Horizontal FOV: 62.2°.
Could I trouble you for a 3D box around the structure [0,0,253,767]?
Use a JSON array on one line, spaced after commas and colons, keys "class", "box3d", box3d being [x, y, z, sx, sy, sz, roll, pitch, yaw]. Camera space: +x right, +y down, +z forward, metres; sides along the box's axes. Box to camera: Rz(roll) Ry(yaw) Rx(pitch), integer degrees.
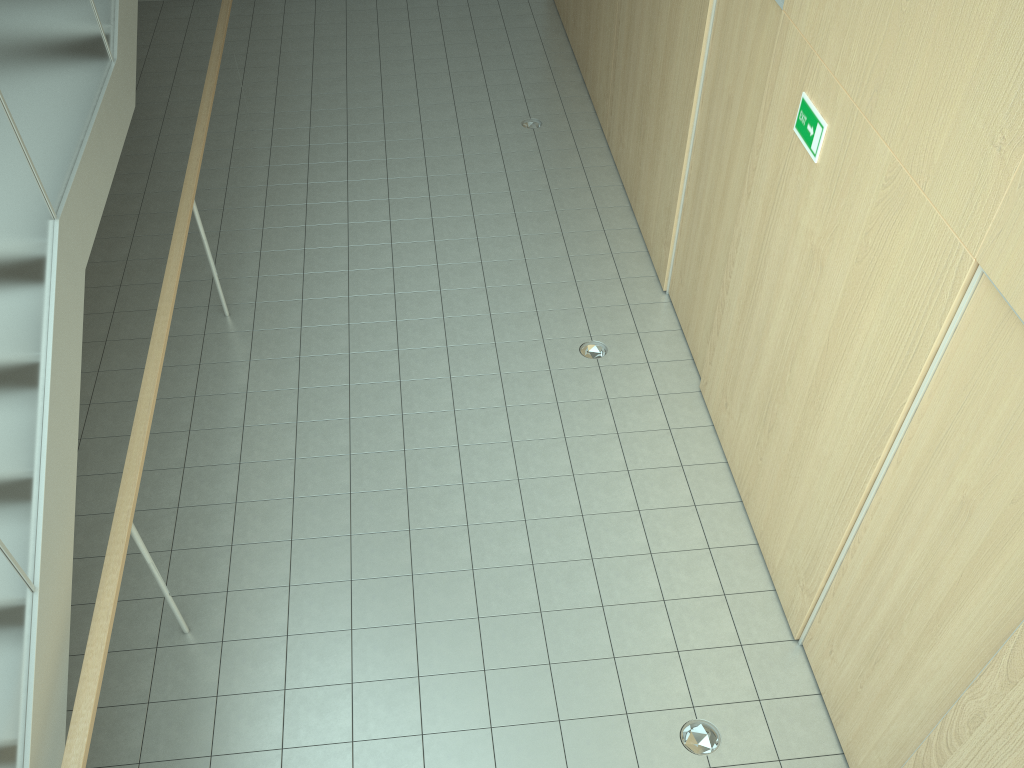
[{"class": "structure", "box3d": [-2.819, -1.663, 4.049, 1.882, 4.943, 10.839, -5, 48, -5]}]
